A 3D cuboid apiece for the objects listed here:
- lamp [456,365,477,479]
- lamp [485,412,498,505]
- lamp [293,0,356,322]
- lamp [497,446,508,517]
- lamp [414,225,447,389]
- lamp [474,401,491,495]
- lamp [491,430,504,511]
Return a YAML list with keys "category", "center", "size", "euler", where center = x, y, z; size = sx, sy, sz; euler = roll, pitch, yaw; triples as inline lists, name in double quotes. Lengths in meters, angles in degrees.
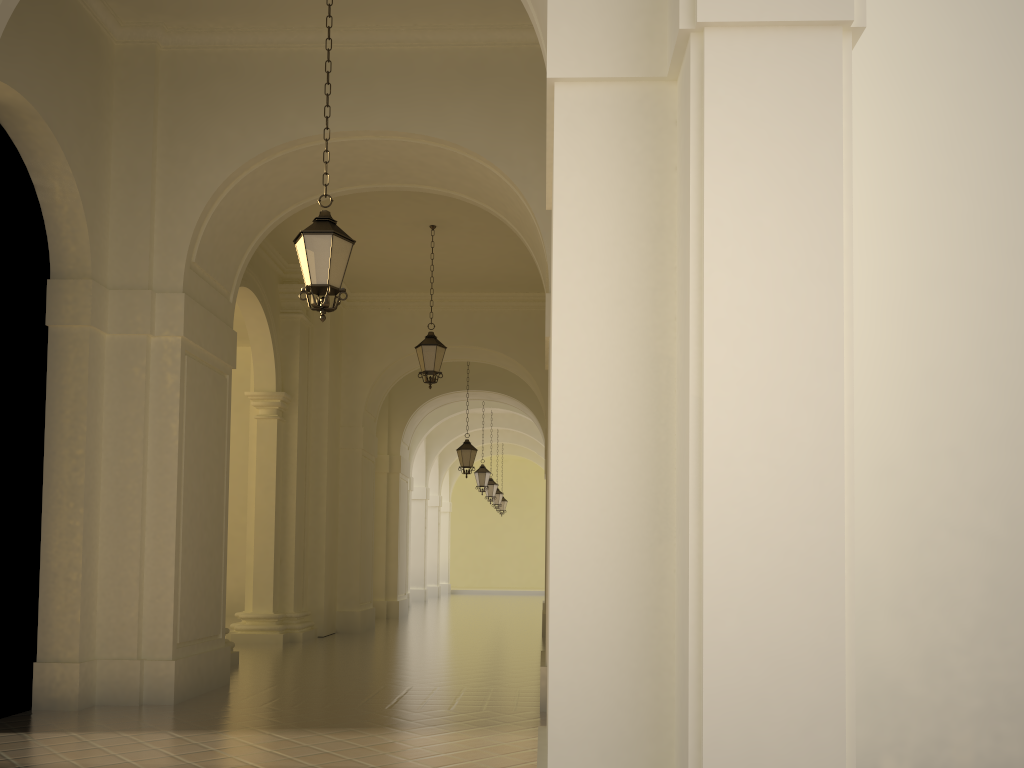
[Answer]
- category: "lamp"
  center: [-1.013, 0.508, 19.957]
  size: [0.443, 3.283, 0.513]
  euler: [2, -3, -28]
- category: "lamp"
  center: [-0.686, 2.331, 28.890]
  size: [0.510, 3.283, 0.446]
  euler: [1, -3, 2]
- category: "lamp"
  center: [-1.485, -2.128, 7.033]
  size: [0.443, 3.283, 0.513]
  euler: [2, -3, -28]
- category: "lamp"
  center: [-0.408, 3.885, 36.508]
  size: [0.510, 3.283, 0.446]
  euler: [1, -3, 2]
- category: "lamp"
  center: [-1.244, -1.185, 13.530]
  size: [0.443, 2.545, 0.513]
  euler: [-1, -3, 32]
- category: "lamp"
  center: [-0.828, 1.537, 24.999]
  size: [0.510, 3.283, 0.446]
  euler: [1, -3, 2]
- category: "lamp"
  center: [-0.547, 3.110, 32.710]
  size: [0.510, 3.283, 0.446]
  euler: [1, -3, 2]
